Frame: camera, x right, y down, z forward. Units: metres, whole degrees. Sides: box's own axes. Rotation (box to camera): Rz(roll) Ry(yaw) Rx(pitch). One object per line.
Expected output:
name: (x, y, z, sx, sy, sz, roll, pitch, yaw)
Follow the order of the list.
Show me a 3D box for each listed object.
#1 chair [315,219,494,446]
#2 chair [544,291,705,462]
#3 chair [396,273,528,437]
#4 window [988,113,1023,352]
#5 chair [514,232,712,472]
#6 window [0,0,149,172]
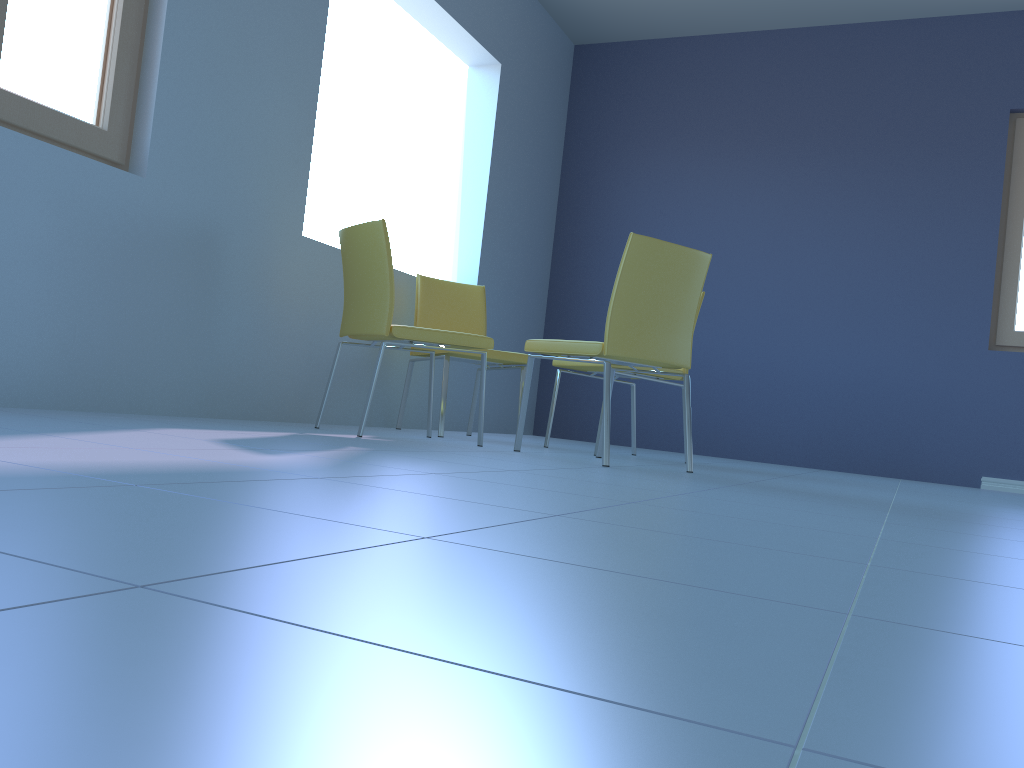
chair: (-0.368, -0.165, 3.083, 0.484, 0.695, 0.387, 7, -2, -34)
chair: (0.470, -0.055, 3.621, 0.484, 0.699, 0.387, 7, -2, -29)
chair: (-0.207, -0.124, 3.832, 0.387, 0.695, 0.484, 7, -2, -29)
window: (3.217, -0.735, 4.343, 1.475, 1.263, 0.142, 5, -2, 24)
chair: (0.335, -0.095, 2.896, 0.387, 0.695, 0.484, 7, -2, -34)
window: (-1.406, -1.308, 2.056, 0.142, 1.263, 1.475, 5, -2, 24)
